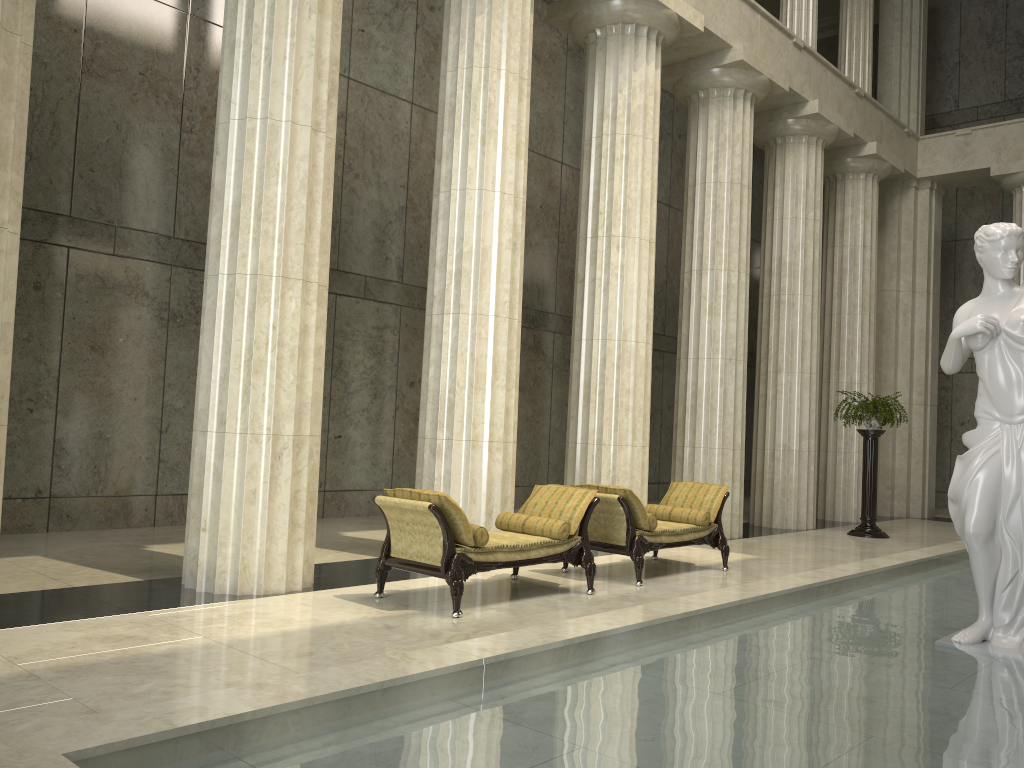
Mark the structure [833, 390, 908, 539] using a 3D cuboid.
[{"bbox_3d":[5.852,1.281,14.476,1.159,2.386,1.053,1,-4,37],"label":"structure"}]

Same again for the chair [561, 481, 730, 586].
[{"bbox_3d":[1.487,1.546,9.584,0.993,0.950,2.172,0,-4,42],"label":"chair"}]

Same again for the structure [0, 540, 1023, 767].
[{"bbox_3d":[3.336,1.857,5.888,3.754,0.508,11.573,0,-4,42],"label":"structure"}]

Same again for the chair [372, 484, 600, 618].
[{"bbox_3d":[-0.176,1.375,7.767,0.993,0.950,2.172,0,-4,42],"label":"chair"}]

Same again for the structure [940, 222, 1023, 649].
[{"bbox_3d":[3.369,0.405,5.959,0.940,3.044,0.729,1,-4,37],"label":"structure"}]
